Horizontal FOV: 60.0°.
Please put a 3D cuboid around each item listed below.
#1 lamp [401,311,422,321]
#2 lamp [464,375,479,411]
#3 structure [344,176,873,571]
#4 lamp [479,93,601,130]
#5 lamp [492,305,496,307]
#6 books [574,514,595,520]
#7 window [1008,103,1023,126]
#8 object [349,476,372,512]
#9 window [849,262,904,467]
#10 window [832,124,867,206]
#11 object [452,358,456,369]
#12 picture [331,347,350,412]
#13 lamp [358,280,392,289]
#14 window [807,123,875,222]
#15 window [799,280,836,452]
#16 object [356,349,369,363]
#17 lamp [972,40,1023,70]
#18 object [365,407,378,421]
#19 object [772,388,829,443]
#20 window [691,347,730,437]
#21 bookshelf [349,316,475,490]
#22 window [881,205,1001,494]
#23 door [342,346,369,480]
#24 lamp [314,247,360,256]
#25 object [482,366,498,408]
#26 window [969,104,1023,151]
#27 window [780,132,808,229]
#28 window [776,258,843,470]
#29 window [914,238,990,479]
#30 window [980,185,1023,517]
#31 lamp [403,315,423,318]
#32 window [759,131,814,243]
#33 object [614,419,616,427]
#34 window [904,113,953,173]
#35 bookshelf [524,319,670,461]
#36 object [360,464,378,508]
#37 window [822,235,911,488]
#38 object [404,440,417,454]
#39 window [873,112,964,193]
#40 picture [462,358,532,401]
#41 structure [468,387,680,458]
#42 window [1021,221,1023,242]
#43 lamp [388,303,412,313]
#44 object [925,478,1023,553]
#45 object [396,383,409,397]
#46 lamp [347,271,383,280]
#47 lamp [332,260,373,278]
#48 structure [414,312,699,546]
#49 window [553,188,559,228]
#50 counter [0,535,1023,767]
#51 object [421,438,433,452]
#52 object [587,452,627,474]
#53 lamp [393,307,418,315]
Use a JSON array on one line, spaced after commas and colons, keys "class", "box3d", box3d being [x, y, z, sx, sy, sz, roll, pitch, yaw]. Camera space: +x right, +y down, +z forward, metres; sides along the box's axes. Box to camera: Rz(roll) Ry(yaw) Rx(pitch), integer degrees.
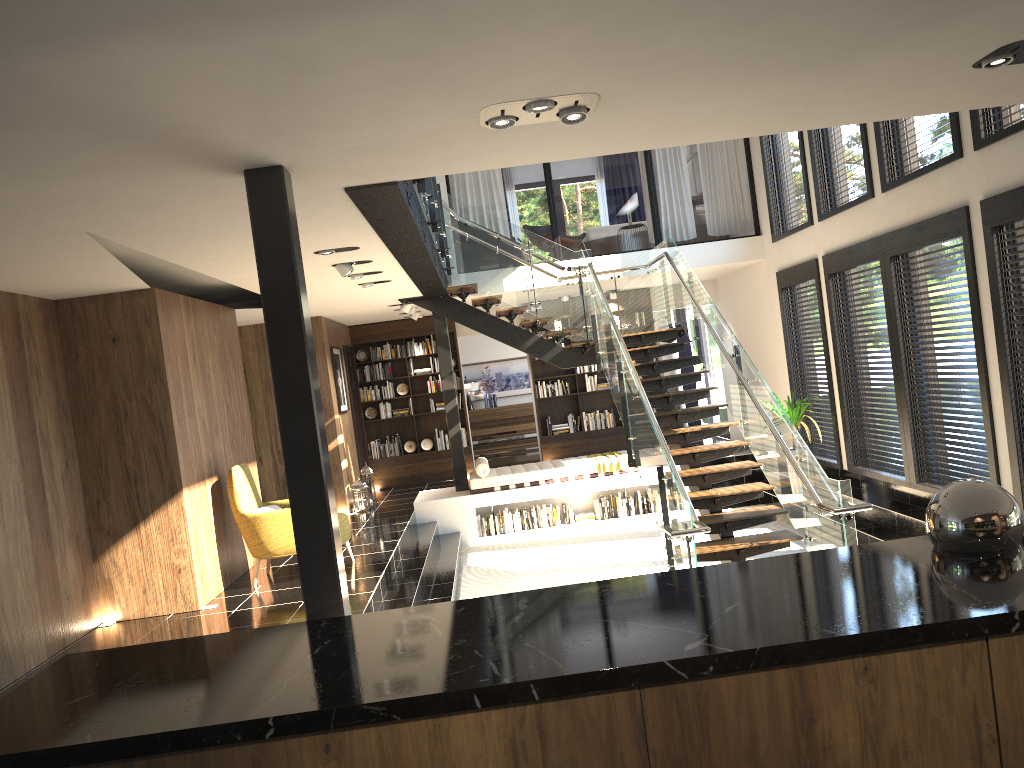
[{"class": "lamp", "box3d": [-1.525, -1.070, 13.278, 0.346, 0.263, 0.195, -8, 1, -2]}, {"class": "lamp", "box3d": [-0.892, 0.186, 17.916, 0.470, 0.726, 0.470, -8, 1, -9]}, {"class": "structure", "box3d": [0.586, -0.047, 8.349, 3.447, 4.870, 7.278, -8, 1, -3]}, {"class": "lamp", "box3d": [0.104, -1.193, 3.694, 0.501, 0.195, 0.349, -7, 1, -2]}, {"class": "lamp", "box3d": [-0.318, -1.294, 14.102, 0.195, 0.158, 0.346, -8, 1, -2]}, {"class": "books", "box3d": [0.964, 1.766, 11.832, 0.274, 0.025, 0.156, -8, 1, -5]}, {"class": "window", "box3d": [3.680, -3.049, 6.123, 0.005, 2.298, 1.220, -8, 1, -2]}, {"class": "object", "box3d": [-2.081, 1.496, 12.156, 0.262, 0.483, 0.262, -8, 1, -2]}, {"class": "window", "box3d": [3.947, -0.251, 9.342, 0.005, 2.298, 1.312, -8, 1, -2]}, {"class": "window", "box3d": [3.574, -3.082, 9.302, 0.005, 2.298, 1.220, -8, 1, -2]}, {"class": "object", "box3d": [-1.016, -0.325, 14.465, 0.212, 0.222, 0.082, -8, 2, -2]}, {"class": "picture", "box3d": [-2.440, -0.062, 12.610, 0.028, 0.911, 0.748, -8, 1, -2]}, {"class": "lamp", "box3d": [-1.389, -1.067, 8.934, 0.346, 0.177, 0.195, -7, 1, -2]}, {"class": "window", "box3d": [3.504, -3.073, 9.307, 0.358, 2.476, 1.393, -8, 1, -2]}, {"class": "window", "box3d": [3.893, -0.265, 10.977, 0.005, 2.298, 1.220, -8, 1, -2]}, {"class": "object", "box3d": [-2.431, -0.456, 14.408, 0.212, 0.222, 0.082, -8, 2, -2]}, {"class": "lamp", "box3d": [2.246, -1.456, 3.759, 0.501, 0.231, 0.349, -7, 1, -2]}, {"class": "object", "box3d": [-2.295, 0.481, 14.460, 0.212, 0.222, 0.082, -8, 2, -2]}, {"class": "object", "box3d": [3.356, 0.742, 10.532, 0.876, 1.338, 0.830, -8, 1, -13]}, {"class": "window", "box3d": [3.613, -0.310, 16.449, 0.184, 2.477, 2.980, -8, 1, -2]}, {"class": "bookshelf", "box3d": [-1.619, 0.292, 14.487, 1.703, 2.683, 0.273, -8, 2, -2]}, {"class": "window", "box3d": [3.926, -0.226, 7.854, 0.358, 2.476, 1.498, -8, 1, -2]}, {"class": "door", "box3d": [-2.442, 0.586, 13.849, 0.104, 2.348, 0.931, -8, 2, -2]}, {"class": "lamp", "box3d": [-1.313, -1.051, 6.609, 0.346, 0.158, 0.195, -7, 1, -2]}, {"class": "object", "box3d": [-0.475, 0.066, 18.035, 0.272, 0.860, 0.270, -7, 2, 13]}, {"class": "window", "box3d": [3.610, -3.039, 6.129, 0.358, 2.476, 1.393, -8, 1, -2]}, {"class": "window", "box3d": [3.521, -3.099, 10.896, 0.005, 2.298, 1.220, -8, 1, -2]}, {"class": "window", "box3d": [3.822, -0.256, 10.983, 0.358, 2.476, 1.393, -8, 1, -2]}, {"class": "window", "box3d": [3.996, -0.235, 7.847, 0.005, 2.298, 1.312, -8, 1, -2]}, {"class": "window", "box3d": [3.980, -0.209, 6.210, 0.358, 2.476, 1.393, -8, 1, -2]}, {"class": "lamp", "box3d": [-1.557, -1.121, 14.054, 0.346, 0.177, 0.195, -7, 1, -2]}, {"class": "window", "box3d": [3.451, -3.090, 10.902, 0.358, 2.476, 1.393, -8, 1, -2]}, {"class": "object", "box3d": [1.683, 0.574, 14.615, 0.020, 0.262, 0.047, -8, 2, -2]}, {"class": "window", "box3d": [3.628, -3.065, 7.707, 0.005, 2.298, 1.220, -8, 1, -2]}, {"class": "bookshelf", "box3d": [1.379, -0.102, 14.578, 2.090, 2.683, 0.273, -8, 2, -2]}, {"class": "object", "box3d": [-2.000, 1.401, 12.387, 0.182, 0.643, 0.182, -8, 2, -2]}, {"class": "window", "box3d": [3.876, -0.242, 9.348, 0.358, 2.476, 1.498, -8, 1, -2]}, {"class": "object", "box3d": [-1.660, 1.032, 14.473, 0.212, 0.222, 0.082, -8, 2, -2]}, {"class": "window", "box3d": [3.557, -3.056, 7.713, 0.358, 2.476, 1.393, -8, 1, -2]}, {"class": "picture", "box3d": [0.506, -0.193, 18.207, 3.543, 0.749, 0.035, -7, 2, -2]}, {"class": "structure", "box3d": [0.235, 0.874, 18.033, 6.276, 0.982, 0.885, -7, 1, -2]}, {"class": "window", "box3d": [4.051, -0.218, 6.204, 0.005, 2.298, 1.220, -8, 1, -2]}, {"class": "lamp", "box3d": [-1.474, -1.054, 11.730, 0.346, 0.263, 0.195, -8, 1, -2]}, {"class": "object", "box3d": [1.190, 0.357, 2.286, 0.227, 0.228, 0.227, -9, 2, -41]}, {"class": "object", "box3d": [-1.783, 0.094, 14.467, 0.212, 0.222, 0.082, -8, 2, -2]}, {"class": "lamp", "box3d": [-1.363, -1.058, 8.159, 0.346, 0.177, 0.195, -7, 1, -2]}, {"class": "lamp", "box3d": [-1.333, -1.015, 7.386, 0.346, 0.247, 0.195, -8, 1, -2]}, {"class": "structure", "box3d": [0.444, 0.324, 12.144, 3.781, 3.246, 1.148, -8, 2, -2]}, {"class": "window", "box3d": [0.947, -2.951, 17.849, 3.523, 2.313, 0.184, -7, 2, -2]}, {"class": "counter", "box3d": [0.587, 0.517, 2.085, 3.573, 0.041, 0.698, -7, 1, -2]}, {"class": "object", "box3d": [-1.387, 0.997, 14.477, 0.212, 0.222, 0.082, -8, 2, -2]}, {"class": "object", "box3d": [1.313, 1.222, 12.205, 0.466, 0.510, 1.166, -8, 1, -2]}, {"class": "lamp", "box3d": [-1.502, -1.078, 12.502, 0.346, 0.231, 0.195, -7, 1, -2]}]
